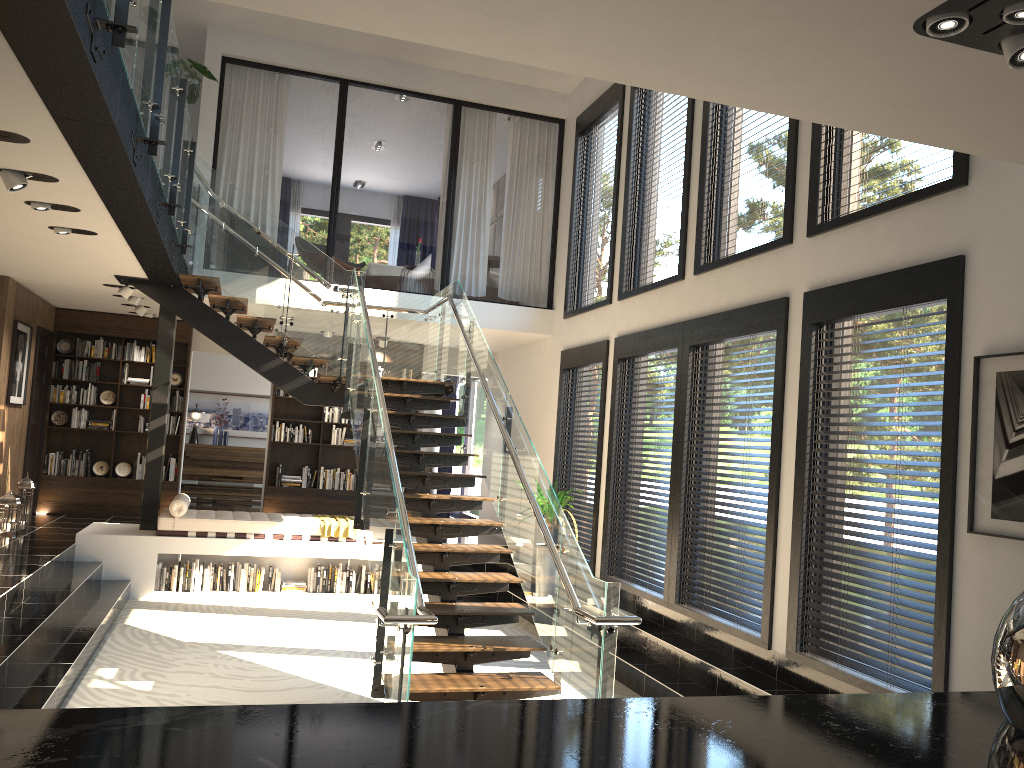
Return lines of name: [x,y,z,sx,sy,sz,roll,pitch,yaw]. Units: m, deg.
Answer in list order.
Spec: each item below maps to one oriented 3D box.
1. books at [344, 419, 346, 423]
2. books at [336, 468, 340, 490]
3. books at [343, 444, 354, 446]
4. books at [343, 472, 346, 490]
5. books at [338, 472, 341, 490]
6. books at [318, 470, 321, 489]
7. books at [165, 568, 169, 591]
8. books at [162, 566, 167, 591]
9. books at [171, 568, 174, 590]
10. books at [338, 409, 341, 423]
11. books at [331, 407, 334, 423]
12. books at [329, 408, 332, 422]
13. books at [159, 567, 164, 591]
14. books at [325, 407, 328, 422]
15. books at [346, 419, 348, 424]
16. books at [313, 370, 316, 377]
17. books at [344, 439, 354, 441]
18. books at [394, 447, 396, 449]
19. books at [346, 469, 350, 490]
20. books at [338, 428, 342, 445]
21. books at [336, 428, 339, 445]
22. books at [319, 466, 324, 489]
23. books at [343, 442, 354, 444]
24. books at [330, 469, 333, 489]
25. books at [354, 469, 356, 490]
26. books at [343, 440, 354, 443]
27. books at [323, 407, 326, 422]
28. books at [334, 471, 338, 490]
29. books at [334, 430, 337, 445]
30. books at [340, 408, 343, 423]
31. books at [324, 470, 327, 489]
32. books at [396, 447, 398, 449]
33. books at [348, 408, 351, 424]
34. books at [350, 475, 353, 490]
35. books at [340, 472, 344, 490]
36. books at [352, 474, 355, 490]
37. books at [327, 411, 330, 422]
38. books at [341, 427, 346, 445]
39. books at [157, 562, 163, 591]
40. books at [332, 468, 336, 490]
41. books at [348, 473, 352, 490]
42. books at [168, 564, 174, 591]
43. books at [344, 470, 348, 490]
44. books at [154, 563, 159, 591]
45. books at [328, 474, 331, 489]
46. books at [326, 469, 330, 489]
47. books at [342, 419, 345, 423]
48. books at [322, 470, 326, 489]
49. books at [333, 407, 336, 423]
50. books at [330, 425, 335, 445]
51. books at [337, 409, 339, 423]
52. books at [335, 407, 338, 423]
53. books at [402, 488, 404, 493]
books: [-2.411,0.480,12.776,0.021,0.176,0.161,5,-4,-17]
books: [-2.499,1.357,12.699,0.032,0.305,0.155,5,-4,-17]
books: [-2.305,0.882,12.784,0.274,0.025,0.156,5,-4,-20]
books: [-2.417,1.392,12.719,0.029,0.250,0.142,5,-4,-17]
books: [-2.471,1.389,12.693,0.023,0.246,0.149,5,-4,-17]
books: [-2.754,1.357,12.636,0.026,0.263,0.156,5,-4,-17]
books: [-3.649,2.070,9.390,0.029,0.211,0.130,5,-4,-17]
books: [-3.666,2.052,9.356,0.027,0.240,0.150,5,-4,-17]
books: [-3.595,2.068,9.403,0.020,0.225,0.156,5,-4,-17]
books: [-2.487,0.459,12.758,0.021,0.206,0.147,5,-4,-17]
books: [-2.579,0.438,12.708,0.027,0.228,0.208,5,-4,-17]
books: [-2.607,0.451,12.707,0.024,0.197,0.175,5,-4,-17]
books: [-3.690,2.055,9.345,0.024,0.229,0.171,5,-4,-17]
books: [-2.660,0.410,12.706,0.031,0.271,0.158,5,-4,-17]
books: [-2.380,0.486,12.788,0.047,0.171,0.167,5,-4,-17]
books: [-2.819,-0.235,12.681,0.029,0.272,0.173,5,-4,-17]
books: [-2.300,0.808,12.789,0.274,0.025,0.156,5,-4,-14]
books: [-1.830,0.923,12.917,0.288,0.026,0.175,5,-4,-13]
books: [-2.363,1.375,12.736,0.025,0.294,0.177,5,-4,-17]
books: [-2.477,0.755,12.703,0.036,0.244,0.194,5,-4,-17]
books: [-2.515,0.753,12.717,0.030,0.245,0.167,5,-4,-17]
books: [-2.714,1.333,12.614,0.035,0.312,0.160,5,-4,-17]
books: [-2.303,0.857,12.784,0.275,0.025,0.156,5,-4,-21]
books: [-2.586,1.362,12.678,0.031,0.280,0.141,5,-4,-17]
books: [-2.270,1.378,12.783,0.022,0.307,0.131,5,-4,-17]
books: [-2.300,0.832,12.782,0.261,0.024,0.167,5,-4,-20]
books: [-2.692,0.430,12.698,0.031,0.228,0.176,5,-4,-17]
books: [-2.522,1.379,12.671,0.025,0.255,0.202,5,-4,-17]
books: [-2.532,0.763,12.678,0.023,0.218,0.196,5,-4,-17]
books: [-2.458,0.441,12.753,0.030,0.244,0.142,5,-4,-17]
books: [-2.666,1.358,12.657,0.025,0.274,0.150,5,-4,-17]
books: [-1.663,0.829,12.967,0.031,0.244,0.176,5,-4,-17]
books: [-2.336,0.442,12.794,0.032,0.264,0.149,5,-4,-17]
books: [-2.317,1.416,12.756,0.026,0.221,0.145,5,-4,-17]
books: [-2.446,1.387,12.708,0.034,0.254,0.194,5,-4,-17]
books: [-2.292,1.416,12.764,0.026,0.227,0.129,5,-4,-17]
books: [-2.636,0.467,12.711,0.027,0.162,0.126,5,-4,-17]
books: [-2.436,0.753,12.749,0.067,0.260,0.159,5,-4,-17]
books: [-3.715,2.025,9.353,0.024,0.285,0.130,5,-4,-17]
books: [-2.555,1.356,12.687,0.032,0.298,0.169,5,-4,-17]
books: [-2.336,1.399,12.730,0.028,0.250,0.162,5,-4,-17]
books: [-3.620,2.050,9.403,0.030,0.256,0.145,5,-4,-17]
books: [-2.387,1.379,12.722,0.028,0.280,0.155,5,-4,-17]
books: [-3.744,2.032,9.361,0.025,0.270,0.156,5,-4,-17]
books: [-2.612,1.392,12.658,0.025,0.214,0.170,5,-4,-17]
books: [-2.632,1.359,12.641,0.030,0.275,0.160,5,-4,-17]
books: [-2.427,0.450,12.750,0.028,0.231,0.167,5,-4,-17]
books: [-2.687,1.361,12.632,0.030,0.262,0.173,5,-4,-17]
books: [-2.556,0.435,12.724,0.027,0.239,0.153,5,-4,-17]
books: [-2.566,0.729,12.707,0.031,0.284,0.176,5,-4,-17]
books: [-2.510,0.459,12.753,0.026,0.201,0.146,5,-4,-17]
books: [-2.527,0.428,12.727,0.028,0.258,0.208,5,-4,-17]
books: [-1.598,1.453,12.959,0.025,0.274,0.205,5,-4,-17]
